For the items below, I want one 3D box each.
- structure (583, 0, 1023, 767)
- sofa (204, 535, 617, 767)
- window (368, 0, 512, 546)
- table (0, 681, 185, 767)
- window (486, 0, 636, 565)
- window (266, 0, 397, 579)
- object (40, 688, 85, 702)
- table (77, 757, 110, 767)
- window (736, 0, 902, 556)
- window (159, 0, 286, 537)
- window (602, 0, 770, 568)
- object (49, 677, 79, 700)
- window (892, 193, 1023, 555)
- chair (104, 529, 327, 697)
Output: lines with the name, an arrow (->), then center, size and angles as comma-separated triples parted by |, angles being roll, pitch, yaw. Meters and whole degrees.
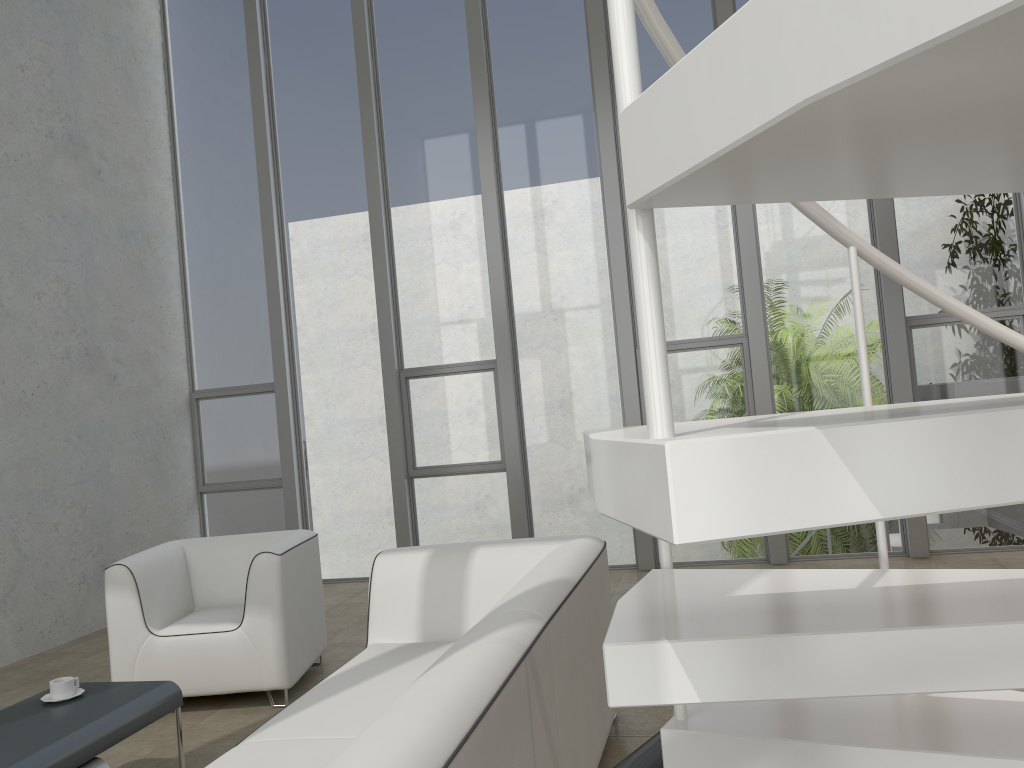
structure -> 3.017, 0.583, 2.456 | 4.916, 6.900, 6.700 | -6, -2, 13
sofa -> -0.340, 0.934, 2.376 | 0.971, 0.638, 2.601 | -6, -2, 13
window -> -0.591, -1.370, 6.856 | 0.800, 5.700, 0.050 | -6, -2, 13
table -> -1.558, 1.250, 2.469 | 0.532, 0.390, 1.420 | -6, -2, 13
window -> 0.298, -1.455, 6.667 | 0.741, 5.650, 0.010 | -6, -2, 13
window -> -1.474, -1.284, 7.075 | 0.741, 5.650, 0.010 | -6, -2, 13
object -> -1.526, 1.061, 3.014 | 0.130, 0.014, 0.136 | -6, -2, 28
table -> -1.775, 1.324, 2.389 | 0.929, 0.276, 0.901 | -6, -2, 13
window -> 2.071, -1.626, 6.258 | 0.741, 5.650, 0.010 | -6, -2, 13
window -> -2.364, -1.198, 7.265 | 0.800, 5.700, 0.050 | -6, -2, 13
window -> 1.181, -1.541, 6.448 | 0.800, 5.700, 0.050 | -6, -2, 13
object -> -1.522, 1.034, 3.019 | 0.090, 0.057, 0.075 | -4, -2, -29
window -> 2.954, -1.712, 6.040 | 0.800, 5.700, 0.050 | -6, -2, 13
chair -> -1.400, 1.090, 4.310 | 0.829, 0.635, 0.720 | -5, -2, 3
